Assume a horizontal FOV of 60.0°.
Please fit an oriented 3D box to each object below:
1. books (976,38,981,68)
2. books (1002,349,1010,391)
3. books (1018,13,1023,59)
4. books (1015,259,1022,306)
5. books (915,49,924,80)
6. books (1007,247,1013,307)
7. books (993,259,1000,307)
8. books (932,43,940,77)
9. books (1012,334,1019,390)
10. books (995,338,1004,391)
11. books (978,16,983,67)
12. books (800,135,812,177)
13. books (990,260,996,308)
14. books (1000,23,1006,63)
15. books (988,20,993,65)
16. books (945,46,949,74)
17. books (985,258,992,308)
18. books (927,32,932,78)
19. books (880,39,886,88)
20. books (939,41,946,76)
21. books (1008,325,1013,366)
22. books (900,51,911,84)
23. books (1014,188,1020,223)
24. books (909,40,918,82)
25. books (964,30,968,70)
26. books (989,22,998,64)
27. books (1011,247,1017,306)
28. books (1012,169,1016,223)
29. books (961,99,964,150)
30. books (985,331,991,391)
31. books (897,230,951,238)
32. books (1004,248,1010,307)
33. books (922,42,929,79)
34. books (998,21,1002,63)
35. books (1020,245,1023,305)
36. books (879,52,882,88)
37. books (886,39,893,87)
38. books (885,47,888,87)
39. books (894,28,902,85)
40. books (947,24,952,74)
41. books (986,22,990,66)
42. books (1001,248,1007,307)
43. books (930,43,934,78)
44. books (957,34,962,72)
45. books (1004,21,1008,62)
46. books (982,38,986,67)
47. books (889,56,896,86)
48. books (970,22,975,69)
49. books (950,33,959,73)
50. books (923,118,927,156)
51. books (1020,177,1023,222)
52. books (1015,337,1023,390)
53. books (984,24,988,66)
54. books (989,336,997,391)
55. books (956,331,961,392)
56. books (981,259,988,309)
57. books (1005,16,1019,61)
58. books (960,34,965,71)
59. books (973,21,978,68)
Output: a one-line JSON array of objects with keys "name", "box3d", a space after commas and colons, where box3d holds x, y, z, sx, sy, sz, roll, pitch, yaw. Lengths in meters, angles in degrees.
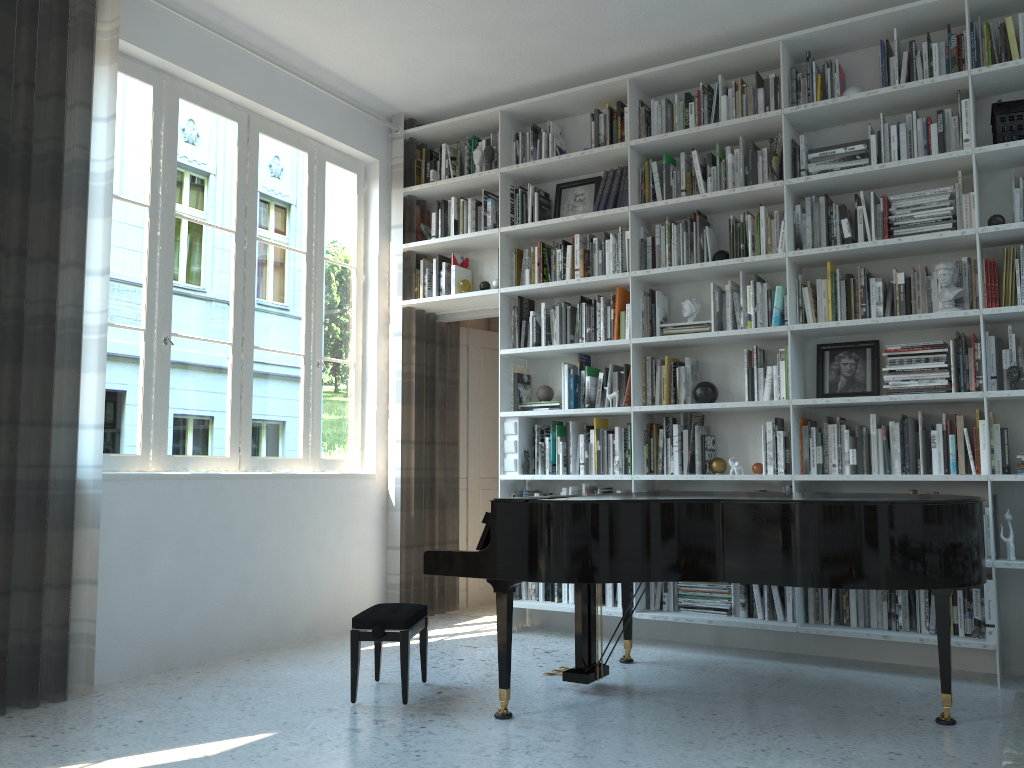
[{"name": "books", "box3d": [2.226, -1.514, 4.217, 0.016, 0.204, 0.143, -3, -6, 31]}, {"name": "books", "box3d": [2.255, -0.051, 4.037, 0.027, 0.192, 0.182, -3, -6, 31]}, {"name": "books", "box3d": [2.380, -1.559, 4.121, 0.030, 0.274, 0.151, -3, -6, 31]}, {"name": "books", "box3d": [2.314, -0.438, 4.048, 0.015, 0.231, 0.180, -3, -6, 31]}, {"name": "books", "box3d": [1.999, -1.502, 4.328, 0.033, 0.202, 0.166, -3, -6, 31]}, {"name": "books", "box3d": [2.283, -0.467, 4.062, 0.035, 0.293, 0.145, -3, -6, 31]}, {"name": "books", "box3d": [2.252, -0.439, 4.115, 0.013, 0.246, 0.176, -3, -6, 31]}, {"name": "books", "box3d": [2.054, -1.507, 4.276, 0.023, 0.202, 0.193, -3, -6, 31]}, {"name": "books", "box3d": [2.296, -0.087, 4.044, 0.012, 0.265, 0.157, -3, -6, 31]}, {"name": "books", "box3d": [2.242, -0.078, 4.071, 0.028, 0.252, 0.142, -3, -6, 31]}, {"name": "books", "box3d": [2.226, -1.563, 4.200, 0.007, 0.298, 0.181, -3, -6, 31]}, {"name": "books", "box3d": [1.520, -1.131, 4.572, 0.021, 0.249, 0.191, -3, -6, 31]}, {"name": "books", "box3d": [2.233, -0.438, 4.113, 0.014, 0.244, 0.145, -3, -6, 31]}, {"name": "books", "box3d": [2.296, -1.537, 4.142, 0.015, 0.233, 0.171, -3, -6, 31]}, {"name": "books", "box3d": [2.261, -1.555, 4.188, 0.007, 0.279, 0.150, -3, -6, 31]}, {"name": "books", "box3d": [2.112, -1.507, 4.286, 0.014, 0.204, 0.135, -3, -6, 31]}, {"name": "books", "box3d": [2.219, -0.443, 4.123, 0.015, 0.255, 0.150, -3, -6, 31]}, {"name": "books", "box3d": [2.033, -1.539, 4.300, 0.010, 0.270, 0.180, -3, -6, 31]}, {"name": "books", "box3d": [1.859, -1.538, 4.415, 0.014, 0.292, 0.176, -3, -6, 31]}, {"name": "books", "box3d": [2.098, -1.520, 4.302, 0.026, 0.233, 0.137, -3, -6, 31]}, {"name": "books", "box3d": [2.280, -0.108, 4.045, 0.013, 0.306, 0.141, -3, -6, 31]}, {"name": "books", "box3d": [1.941, -1.502, 4.365, 0.050, 0.210, 0.173, -3, -6, 31]}, {"name": "books", "box3d": [2.319, -0.782, 4.066, 0.028, 0.185, 0.181, -3, -6, 31]}, {"name": "books", "box3d": [1.983, -1.532, 4.363, 0.028, 0.269, 0.140, -3, -6, 31]}, {"name": "books", "box3d": [2.182, -1.538, 4.239, 0.022, 0.257, 0.137, -3, -6, 31]}, {"name": "books", "box3d": [2.273, -1.548, 4.168, 0.034, 0.260, 0.157, -3, -6, 31]}, {"name": "books", "box3d": [2.302, -0.467, 4.068, 0.035, 0.293, 0.145, -3, -6, 31]}, {"name": "books", "box3d": [2.319, -0.830, 4.095, 0.018, 0.285, 0.159, -3, -6, 31]}, {"name": "books", "box3d": [2.160, -1.192, 4.231, 0.010, 0.299, 0.133, -3, -6, 31]}, {"name": "books", "box3d": [2.206, -0.091, 4.099, 0.012, 0.285, 0.159, -3, -6, 31]}, {"name": "books", "box3d": [1.989, -0.700, 4.275, 0.254, 0.012, 0.161, -4, -7, 34]}, {"name": "books", "box3d": [2.280, -0.465, 4.081, 0.035, 0.293, 0.145, -3, -6, 31]}, {"name": "books", "box3d": [2.026, -1.520, 4.319, 0.023, 0.236, 0.154, -3, -6, 31]}, {"name": "books", "box3d": [2.295, -1.549, 4.164, 0.008, 0.262, 0.142, -3, -6, 31]}, {"name": "books", "box3d": [2.327, -0.471, 4.039, 0.019, 0.294, 0.164, -3, -6, 31]}, {"name": "books", "box3d": [1.857, -1.512, 4.434, 0.012, 0.245, 0.151, -3, -6, 31]}, {"name": "books", "box3d": [1.883, -1.540, 4.410, 0.011, 0.295, 0.157, -3, -6, 31]}, {"name": "books", "box3d": [1.878, -1.524, 4.421, 0.011, 0.266, 0.129, -3, -6, 31]}, {"name": "books", "box3d": [1.912, -1.561, 4.382, 0.010, 0.331, 0.186, -3, -6, 31]}, {"name": "books", "box3d": [2.120, -1.560, 4.278, 0.012, 0.308, 0.138, -3, -6, 31]}, {"name": "books", "box3d": [2.249, -1.546, 4.180, 0.006, 0.259, 0.166, -3, -6, 31]}, {"name": "books", "box3d": [2.264, -0.466, 4.079, 0.035, 0.293, 0.145, -3, -6, 31]}, {"name": "books", "box3d": [2.047, -1.512, 4.300, 0.012, 0.217, 0.179, -3, -6, 31]}, {"name": "books", "box3d": [2.156, -1.530, 4.256, 0.014, 0.244, 0.145, -3, -6, 31]}, {"name": "books", "box3d": [2.324, -1.549, 4.168, 0.007, 0.264, 0.133, -3, -6, 31]}, {"name": "books", "box3d": [2.240, -1.511, 4.195, 0.015, 0.192, 0.160, -3, -6, 31]}, {"name": "books", "box3d": [1.907, -1.497, 4.406, 0.031, 0.208, 0.147, -3, -6, 31]}, {"name": "books", "box3d": [2.205, -1.553, 4.229, 0.012, 0.285, 0.159, -3, -6, 31]}, {"name": "books", "box3d": [2.133, -1.530, 4.258, 0.028, 0.243, 0.161, -3, -6, 31]}, {"name": "books", "box3d": [2.017, -1.153, 4.309, 0.011, 0.238, 0.139, -3, -6, 31]}, {"name": "books", "box3d": [2.346, -0.810, 4.076, 0.024, 0.242, 0.159, -3, -6, 31]}, {"name": "books", "box3d": [2.316, -0.080, 4.032, 0.035, 0.248, 0.141, -3, -6, 31]}, {"name": "books", "box3d": [2.236, -1.537, 4.170, 0.007, 0.239, 0.191, -3, -6, 31]}, {"name": "books", "box3d": [2.221, -0.081, 4.088, 0.024, 0.263, 0.154, -3, -6, 31]}, {"name": "books", "box3d": [2.108, -0.090, 4.173, 0.011, 0.298, 0.130, -3, -6, 31]}, {"name": "books", "box3d": [2.205, -0.441, 4.129, 0.014, 0.254, 0.161, -3, -6, 31]}, {"name": "books", "box3d": [2.333, -1.549, 4.124, 0.054, 0.254, 0.191, -3, -6, 31]}, {"name": "books", "box3d": [2.163, -1.529, 4.241, 0.014, 0.238, 0.153, -3, -6, 31]}, {"name": "books", "box3d": [2.204, -1.552, 4.207, 0.008, 0.278, 0.170, -3, -6, 31]}]
